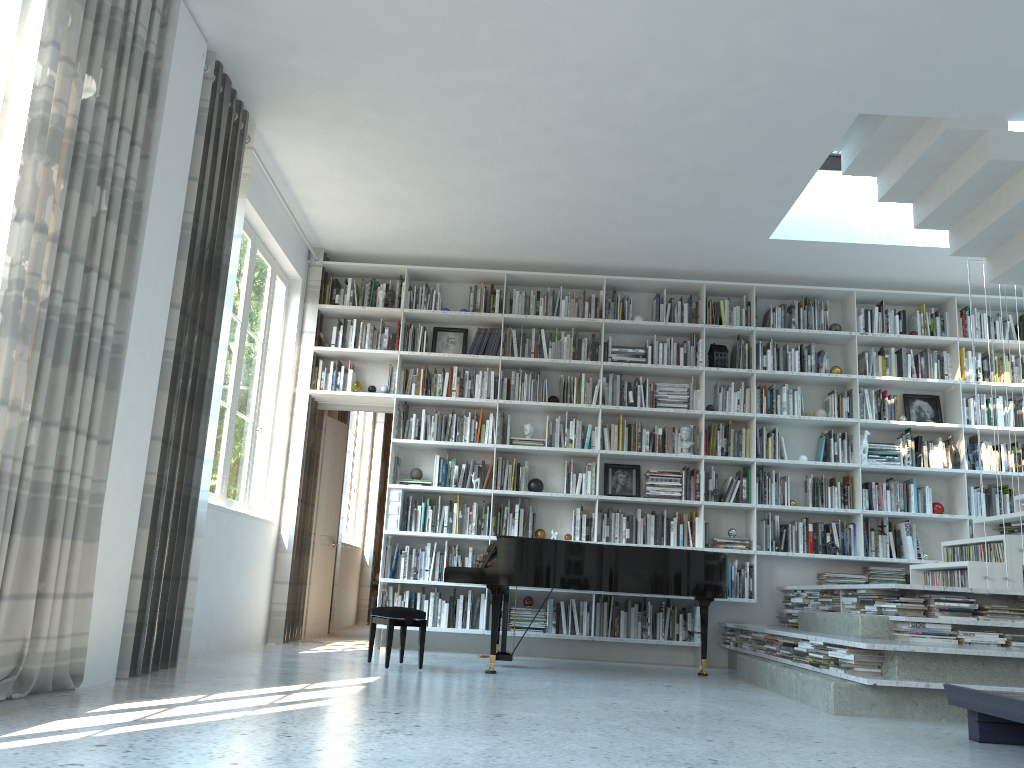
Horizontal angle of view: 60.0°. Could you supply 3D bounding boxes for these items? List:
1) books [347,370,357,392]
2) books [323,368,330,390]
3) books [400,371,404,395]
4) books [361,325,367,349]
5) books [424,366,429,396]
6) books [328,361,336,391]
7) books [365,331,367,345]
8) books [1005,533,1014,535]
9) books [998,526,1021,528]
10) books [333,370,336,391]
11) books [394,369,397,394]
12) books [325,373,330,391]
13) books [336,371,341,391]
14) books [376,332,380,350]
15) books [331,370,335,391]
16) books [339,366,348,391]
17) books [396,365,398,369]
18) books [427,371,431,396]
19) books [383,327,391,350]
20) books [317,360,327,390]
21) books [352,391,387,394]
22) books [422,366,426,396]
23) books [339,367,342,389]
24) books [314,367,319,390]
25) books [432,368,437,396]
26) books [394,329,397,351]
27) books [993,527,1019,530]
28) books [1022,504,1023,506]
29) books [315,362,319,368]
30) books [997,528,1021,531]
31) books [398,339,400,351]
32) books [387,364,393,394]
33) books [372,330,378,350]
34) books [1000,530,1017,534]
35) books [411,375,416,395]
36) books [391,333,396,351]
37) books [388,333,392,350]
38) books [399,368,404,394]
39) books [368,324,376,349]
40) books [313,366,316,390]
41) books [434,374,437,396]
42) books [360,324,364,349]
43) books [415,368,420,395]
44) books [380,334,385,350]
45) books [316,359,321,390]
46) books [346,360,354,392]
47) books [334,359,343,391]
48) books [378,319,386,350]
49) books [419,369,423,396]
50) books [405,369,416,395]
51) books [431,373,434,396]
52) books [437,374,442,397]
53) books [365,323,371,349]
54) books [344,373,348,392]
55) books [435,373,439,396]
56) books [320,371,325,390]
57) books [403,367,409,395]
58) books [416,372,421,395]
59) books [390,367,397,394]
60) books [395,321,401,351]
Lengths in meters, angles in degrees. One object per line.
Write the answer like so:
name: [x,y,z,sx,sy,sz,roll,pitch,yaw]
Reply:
books: [-1.348,0.004,7.463,0.029,0.210,0.187,3,-13,1]
books: [-1.563,-0.010,7.477,0.010,0.219,0.181,3,-13,1]
books: [-0.915,0.020,7.476,0.022,0.232,0.151,3,-13,1]
books: [-1.251,-0.363,7.553,0.021,0.243,0.174,3,-13,1]
books: [-0.723,0.006,7.465,0.011,0.277,0.164,3,-13,1]
books: [-1.517,-0.035,7.491,0.022,0.281,0.157,3,-13,1]
books: [-1.235,-0.349,7.580,0.011,0.231,0.135,3,-13,1]
books: [3.552,1.057,6.209,0.132,0.010,0.198,2,-13,5]
books: [3.542,1.009,6.220,0.161,0.012,0.195,4,-13,-2]
books: [-1.479,0.003,7.478,0.011,0.205,0.163,3,-13,1]
books: [-0.957,0.014,7.442,0.021,0.224,0.232,3,-13,1]
books: [-1.545,0.014,7.497,0.029,0.184,0.135,3,-13,1]
books: [-1.448,0.010,7.473,0.024,0.192,0.181,3,-13,1]
books: [-1.133,-0.328,7.570,0.029,0.197,0.144,3,-13,1]
books: [-1.495,0.003,7.500,0.023,0.213,0.141,3,-13,1]
books: [-1.414,-0.014,7.459,0.021,0.236,0.189,3,-13,1]
books: [-0.970,-0.008,7.484,0.010,0.285,0.137,3,-13,1]
books: [-0.695,0.025,7.479,0.047,0.249,0.134,3,-13,1]
books: [-1.060,-0.347,7.542,0.029,0.228,0.191,3,-13,1]
books: [-1.607,-0.042,7.484,0.023,0.281,0.171,3,-13,1]
books: [-1.188,0.091,7.465,0.285,0.012,0.160,3,-13,3]
books: [-0.738,0.006,7.477,0.020,0.280,0.165,3,-13,1]
books: [-1.430,-0.008,7.484,0.010,0.233,0.165,3,-13,1]
books: [-1.639,-0.015,7.478,0.013,0.221,0.163,3,-13,1]
books: [-0.652,0.014,7.482,0.012,0.276,0.151,3,-13,1]
books: [-0.984,-0.339,7.570,0.014,0.235,0.144,3,-13,1]
books: [3.521,1.017,6.218,0.198,0.006,0.189,4,-13,-3]
books: [3.733,0.845,6.237,0.173,0.011,0.204,4,-13,-4]
books: [-1.663,-0.043,7.473,0.011,0.272,0.189,3,-13,1]
books: [3.539,1.025,6.216,0.159,0.009,0.208,4,-13,-3]
books: [-0.944,-0.352,7.576,0.037,0.268,0.113,3,-13,1]
books: [-1.026,-0.012,7.480,0.012,0.284,0.160,3,-13,1]
books: [-1.161,-0.339,7.564,0.028,0.211,0.139,3,-13,1]
books: [3.545,1.041,6.213,0.140,0.022,0.181,5,-13,-6]
books: [-0.818,0.040,7.455,0.026,0.194,0.176,3,-13,1]
books: [-1.005,-0.320,7.551,0.026,0.187,0.154,3,-13,1]
books: [-1.032,-0.322,7.566,0.029,0.195,0.146,3,-13,1]
books: [-0.931,0.011,7.487,0.012,0.253,0.161,3,-13,1]
books: [-1.189,-0.363,7.551,0.030,0.250,0.166,3,-13,1]
books: [-1.652,-0.018,7.478,0.013,0.227,0.179,3,-13,1]
books: [-0.641,0.040,7.463,0.014,0.217,0.164,3,-13,1]
books: [-1.267,-0.366,7.554,0.012,0.248,0.192,3,-13,1]
books: [-0.798,0.012,7.477,0.010,0.262,0.151,3,-13,1]
books: [-1.092,-0.321,7.559,0.031,0.182,0.151,3,-13,1]
books: [-1.624,-0.048,7.509,0.013,0.302,0.135,3,-13,1]
books: [-1.366,-0.037,7.486,0.013,0.298,0.179,3,-13,1]
books: [-1.464,-0.045,7.471,0.013,0.296,0.187,3,-13,1]
books: [-1.110,-0.384,7.557,0.012,0.302,0.189,3,-13,1]
books: [-0.755,0.018,7.470,0.014,0.252,0.187,3,-13,1]
books: [-0.860,0.013,7.485,0.062,0.257,0.153,3,-13,1]
books: [-0.666,0.037,7.481,0.012,0.230,0.150,3,-13,1]
books: [-0.607,0.043,7.463,0.031,0.216,0.173,3,-13,1]
books: [-1.216,-0.369,7.553,0.025,0.260,0.167,3,-13,1]
books: [-1.390,0.019,7.494,0.029,0.191,0.135,3,-13,1]
books: [-0.628,0.037,7.471,0.011,0.228,0.170,3,-13,1]
books: [-1.583,0.002,7.482,0.029,0.196,0.161,3,-13,1]
books: [-0.897,0.004,7.471,0.012,0.262,0.180,3,-13,1]
books: [-0.778,0.028,7.469,0.030,0.229,0.172,3,-13,1]
books: [-0.998,0.002,7.498,0.044,0.268,0.134,3,-13,1]
books: [-0.968,-0.370,7.564,0.014,0.293,0.173,3,-13,1]
